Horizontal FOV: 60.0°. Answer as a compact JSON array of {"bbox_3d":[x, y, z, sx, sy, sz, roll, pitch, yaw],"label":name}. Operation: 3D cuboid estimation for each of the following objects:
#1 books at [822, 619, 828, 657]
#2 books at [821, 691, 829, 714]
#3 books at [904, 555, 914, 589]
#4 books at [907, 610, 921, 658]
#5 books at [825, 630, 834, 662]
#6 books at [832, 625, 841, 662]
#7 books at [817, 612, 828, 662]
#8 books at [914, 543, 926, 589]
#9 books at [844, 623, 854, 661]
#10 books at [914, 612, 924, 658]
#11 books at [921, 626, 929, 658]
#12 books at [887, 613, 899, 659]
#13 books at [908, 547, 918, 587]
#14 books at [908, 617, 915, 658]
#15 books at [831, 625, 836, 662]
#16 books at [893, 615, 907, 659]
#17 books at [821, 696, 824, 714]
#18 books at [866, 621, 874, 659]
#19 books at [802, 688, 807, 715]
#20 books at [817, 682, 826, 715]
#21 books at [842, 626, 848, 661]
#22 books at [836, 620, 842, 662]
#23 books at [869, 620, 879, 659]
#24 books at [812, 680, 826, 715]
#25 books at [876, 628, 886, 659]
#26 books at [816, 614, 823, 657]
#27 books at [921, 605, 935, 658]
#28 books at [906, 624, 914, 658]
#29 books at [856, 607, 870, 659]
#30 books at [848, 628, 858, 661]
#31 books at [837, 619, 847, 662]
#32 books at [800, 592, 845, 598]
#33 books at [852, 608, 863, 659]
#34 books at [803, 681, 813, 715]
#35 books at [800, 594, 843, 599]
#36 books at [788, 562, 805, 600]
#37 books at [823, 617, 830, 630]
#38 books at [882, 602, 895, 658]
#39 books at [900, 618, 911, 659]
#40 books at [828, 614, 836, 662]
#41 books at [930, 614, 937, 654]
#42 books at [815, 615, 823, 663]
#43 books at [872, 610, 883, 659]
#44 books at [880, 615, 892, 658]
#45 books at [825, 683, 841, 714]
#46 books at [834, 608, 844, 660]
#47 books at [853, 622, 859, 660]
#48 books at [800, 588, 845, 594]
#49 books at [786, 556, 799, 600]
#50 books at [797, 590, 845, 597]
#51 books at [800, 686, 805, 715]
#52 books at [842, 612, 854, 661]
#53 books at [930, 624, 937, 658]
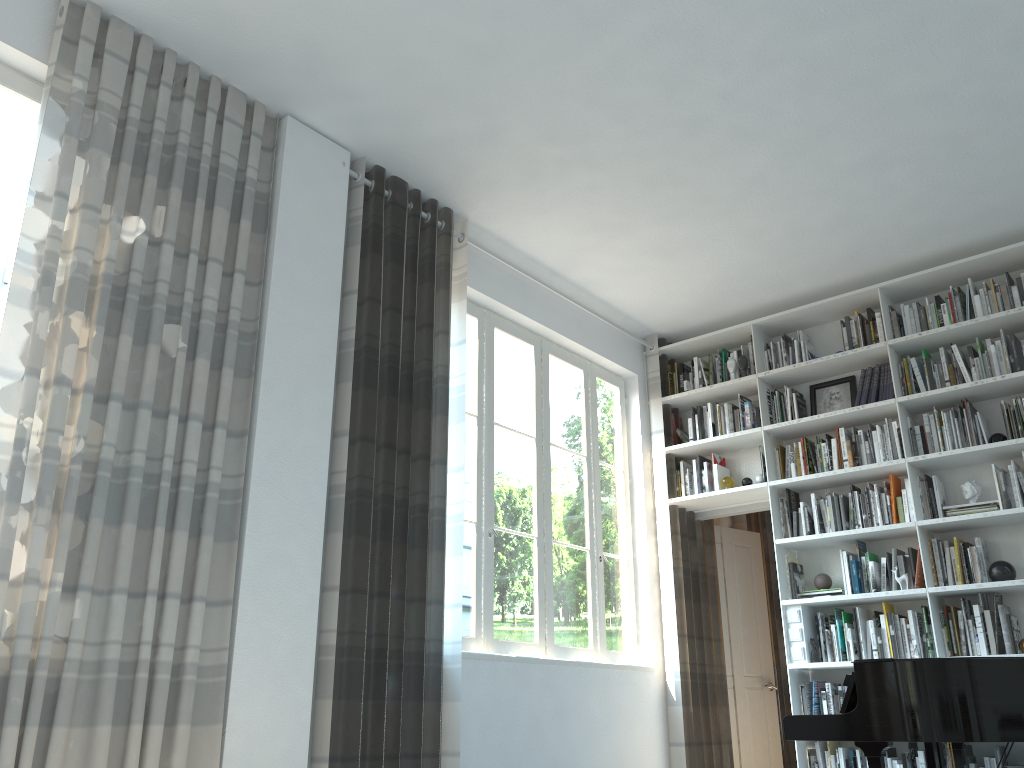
[{"bbox_3d":[1.908,1.543,5.305,0.022,0.256,0.142,-16,-26,37],"label":"books"},{"bbox_3d":[1.866,1.911,5.176,0.022,0.219,0.188,-16,-26,37],"label":"books"},{"bbox_3d":[2.306,1.099,5.100,0.027,0.209,0.144,-16,-26,37],"label":"books"},{"bbox_3d":[2.284,1.416,4.986,0.021,0.264,0.186,-16,-26,37],"label":"books"},{"bbox_3d":[1.907,1.558,5.251,0.019,0.188,0.193,-16,-26,37],"label":"books"},{"bbox_3d":[1.946,1.541,5.242,0.015,0.216,0.180,-16,-26,37],"label":"books"},{"bbox_3d":[1.889,1.527,5.316,0.014,0.293,0.172,-16,-26,37],"label":"books"},{"bbox_3d":[2.341,1.041,5.040,0.082,0.275,0.229,-16,-26,37],"label":"books"},{"bbox_3d":[2.004,1.522,5.197,0.015,0.218,0.190,-16,-26,37],"label":"books"},{"bbox_3d":[2.309,1.420,4.988,0.013,0.259,0.143,-16,-26,37],"label":"books"},{"bbox_3d":[2.330,1.450,4.959,0.041,0.181,0.142,-16,-26,37],"label":"books"},{"bbox_3d":[2.198,1.444,5.051,0.028,0.259,0.181,-16,-26,37],"label":"books"},{"bbox_3d":[2.326,1.075,5.095,0.021,0.250,0.154,-16,-26,37],"label":"books"},{"bbox_3d":[2.283,1.433,5.004,0.010,0.245,0.160,-16,-26,37],"label":"books"},{"bbox_3d":[1.943,1.547,5.261,0.015,0.217,0.177,-16,-26,37],"label":"books"},{"bbox_3d":[2.223,1.444,5.036,0.028,0.248,0.159,-16,-26,37],"label":"books"},{"bbox_3d":[1.862,1.933,5.201,0.024,0.197,0.148,-16,-26,37],"label":"books"},{"bbox_3d":[2.099,1.500,5.156,0.045,0.229,0.138,-16,-26,37],"label":"books"},{"bbox_3d":[1.777,1.933,5.258,0.029,0.238,0.154,-16,-26,37],"label":"books"},{"bbox_3d":[1.848,1.901,5.224,0.010,0.272,0.150,-16,-26,37],"label":"books"},{"bbox_3d":[1.996,1.540,5.233,0.016,0.210,0.146,-16,-26,37],"label":"books"},{"bbox_3d":[1.966,1.525,5.240,0.014,0.242,0.171,-16,-26,37],"label":"books"},{"bbox_3d":[2.116,1.487,5.122,0.027,0.229,0.159,-16,-26,37],"label":"books"},{"bbox_3d":[1.811,1.898,5.230,0.052,0.282,0.172,-16,-26,37],"label":"books"},{"bbox_3d":[2.142,1.498,5.082,0.029,0.181,0.190,-16,-26,37],"label":"books"},{"bbox_3d":[1.881,1.535,5.329,0.017,0.288,0.153,-16,-26,37],"label":"books"},{"bbox_3d":[2.338,1.390,4.946,0.014,0.285,0.180,-16,-26,37],"label":"books"},{"bbox_3d":[2.273,1.463,5.009,0.023,0.193,0.140,-16,-26,37],"label":"books"},{"bbox_3d":[2.066,1.466,5.173,0.012,0.305,0.190,-16,-26,37],"label":"books"},{"bbox_3d":[2.013,1.531,5.179,0.016,0.188,0.184,-16,-26,37],"label":"books"},{"bbox_3d":[1.966,1.518,5.223,0.009,0.243,0.185,-16,-26,37],"label":"books"},{"bbox_3d":[1.905,1.290,5.390,0.254,0.012,0.161,-15,-25,34],"label":"books"},{"bbox_3d":[2.046,1.469,5.173,0.019,0.299,0.180,-16,-26,37],"label":"books"},{"bbox_3d":[1.782,1.906,5.242,0.011,0.276,0.189,-16,-26,37],"label":"books"},{"bbox_3d":[1.908,1.303,5.389,0.254,0.012,0.161,-17,-27,37],"label":"books"},{"bbox_3d":[1.777,1.242,5.517,0.028,0.242,0.157,-16,-26,37],"label":"books"},{"bbox_3d":[1.907,1.531,5.283,0.007,0.263,0.177,-16,-26,37],"label":"books"},{"bbox_3d":[2.184,1.423,5.083,0.021,0.321,0.172,-16,-26,37],"label":"books"},{"bbox_3d":[2.252,1.451,5.027,0.025,0.228,0.153,-16,-26,37],"label":"books"},{"bbox_3d":[1.930,1.519,5.273,0.008,0.278,0.164,-16,-26,37],"label":"books"},{"bbox_3d":[2.370,1.405,4.922,0.010,0.239,0.175,-16,-26,37],"label":"books"},{"bbox_3d":[1.873,1.540,5.337,0.008,0.284,0.160,-16,-26,37],"label":"books"},{"bbox_3d":[2.131,1.458,5.118,0.014,0.281,0.150,-16,-26,37],"label":"books"},{"bbox_3d":[2.170,1.460,5.085,0.026,0.253,0.177,-16,-26,37],"label":"books"},{"bbox_3d":[1.890,1.885,5.172,0.030,0.265,0.172,-16,-26,37],"label":"books"},{"bbox_3d":[1.960,1.495,5.260,0.007,0.313,0.146,-16,-26,37],"label":"books"},{"bbox_3d":[2.048,1.517,5.201,0.016,0.229,0.136,-16,-26,37],"label":"books"},{"bbox_3d":[1.908,1.268,5.402,0.254,0.012,0.161,-17,-27,37],"label":"books"},{"bbox_3d":[1.768,1.229,5.544,0.012,0.284,0.160,-16,-26,37],"label":"books"},{"bbox_3d":[1.904,1.278,5.392,0.285,0.012,0.160,-19,-28,40],"label":"books"},{"bbox_3d":[1.770,1.934,5.283,0.012,0.253,0.161,-16,-26,37],"label":"books"},{"bbox_3d":[1.991,1.491,5.210,0.007,0.285,0.182,-16,-26,37],"label":"books"},{"bbox_3d":[2.374,1.441,4.942,0.023,0.186,0.130,-16,-26,37],"label":"books"}]
